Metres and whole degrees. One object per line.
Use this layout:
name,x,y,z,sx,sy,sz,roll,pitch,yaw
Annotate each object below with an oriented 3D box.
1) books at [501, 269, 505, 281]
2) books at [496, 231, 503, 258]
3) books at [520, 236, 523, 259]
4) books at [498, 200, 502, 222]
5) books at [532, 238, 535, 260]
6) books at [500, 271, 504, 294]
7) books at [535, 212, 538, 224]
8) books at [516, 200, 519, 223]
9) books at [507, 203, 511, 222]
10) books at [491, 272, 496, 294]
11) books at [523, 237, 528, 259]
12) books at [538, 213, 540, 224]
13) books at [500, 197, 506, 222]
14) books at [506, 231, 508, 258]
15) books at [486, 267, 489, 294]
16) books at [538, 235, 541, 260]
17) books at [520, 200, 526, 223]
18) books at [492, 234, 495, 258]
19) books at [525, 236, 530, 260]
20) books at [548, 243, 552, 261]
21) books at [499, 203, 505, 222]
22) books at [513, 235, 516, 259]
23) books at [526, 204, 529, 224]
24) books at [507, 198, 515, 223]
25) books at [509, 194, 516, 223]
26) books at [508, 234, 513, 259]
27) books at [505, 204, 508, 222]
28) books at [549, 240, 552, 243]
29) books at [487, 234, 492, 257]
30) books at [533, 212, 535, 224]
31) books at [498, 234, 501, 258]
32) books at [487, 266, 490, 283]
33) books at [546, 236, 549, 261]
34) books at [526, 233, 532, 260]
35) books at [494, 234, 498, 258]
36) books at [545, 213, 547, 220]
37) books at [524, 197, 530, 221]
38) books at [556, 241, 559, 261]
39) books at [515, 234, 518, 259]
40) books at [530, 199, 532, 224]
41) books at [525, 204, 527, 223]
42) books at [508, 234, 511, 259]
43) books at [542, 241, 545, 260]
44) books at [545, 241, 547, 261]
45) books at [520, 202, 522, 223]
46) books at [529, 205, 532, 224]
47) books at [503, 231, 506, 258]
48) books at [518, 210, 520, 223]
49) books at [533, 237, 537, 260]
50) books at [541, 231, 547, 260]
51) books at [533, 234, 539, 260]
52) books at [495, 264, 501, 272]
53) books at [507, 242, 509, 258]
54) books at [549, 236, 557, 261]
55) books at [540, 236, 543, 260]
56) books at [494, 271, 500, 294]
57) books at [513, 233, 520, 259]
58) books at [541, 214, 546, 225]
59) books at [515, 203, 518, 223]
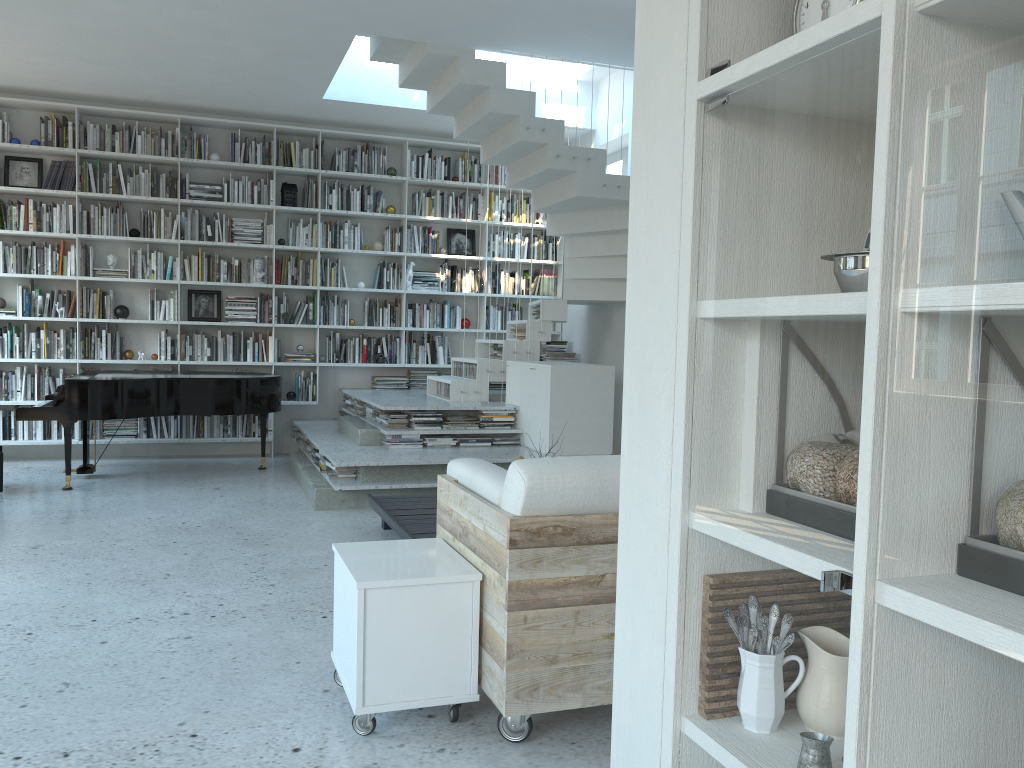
books,-0.108,-1.066,9.312,0.022,0.266,0.157,0,4,-19
books,-0.134,-1.443,9.254,0.014,0.286,0.185,0,4,-19
books,0.085,-1.427,9.365,0.012,0.254,0.160,0,4,-19
books,-0.155,-1.775,9.157,0.049,0.224,0.161,0,4,-19
books,0.197,-1.418,9.411,0.028,0.237,0.145,0,4,-19
books,-0.127,-1.055,9.294,0.026,0.246,0.180,0,4,-19
books,0.239,-1.795,9.371,0.022,0.261,0.160,0,4,-19
books,0.033,-1.783,9.235,0.022,0.242,0.144,0,4,-19
books,-0.046,-1.769,9.213,0.025,0.212,0.134,0,4,-19
books,-0.213,-1.053,9.294,0.066,0.237,0.144,0,4,-19
books,0.119,-1.421,9.355,0.045,0.245,0.177,0,4,-19
books,0.268,-1.808,9.392,0.023,0.287,0.162,0,4,-19
books,-0.101,-1.795,9.184,0.023,0.264,0.158,0,4,-19
books,-0.080,-1.447,9.288,0.012,0.293,0.165,0,4,-19
books,-0.275,-1.072,9.245,0.025,0.277,0.160,0,4,-19
books,0.260,-1.436,9.408,0.013,0.277,0.187,0,4,-19
books,0.083,-1.783,9.266,0.042,0.242,0.247,0,4,-19
books,-0.221,-1.427,9.257,0.026,0.250,0.160,0,4,-19
books,0.149,-1.428,9.372,0.023,0.258,0.183,0,4,-19
books,0.378,-1.395,9.448,0.029,0.195,0.192,0,4,-19
books,-0.119,-1.759,9.164,0.024,0.194,0.189,0,4,-19
books,-0.002,-1.429,9.316,0.024,0.259,0.156,0,4,-19
books,0.139,-1.775,9.337,0.023,0.220,0.171,0,4,-19
books,-0.016,-1.788,9.202,0.023,0.254,0.189,0,4,-19
books,0.004,-1.810,9.212,0.022,0.297,0.152,0,4,-19
books,-0.029,-1.436,9.317,0.025,0.271,0.152,0,4,-19
books,-0.087,-1.765,9.235,0.038,0.199,0.170,0,4,-19
books,0.392,-1.414,9.488,0.024,0.230,0.130,0,4,-19
books,-0.235,-1.428,9.238,0.012,0.254,0.160,0,4,-19
books,0.205,-1.757,9.383,0.034,0.183,0.156,0,4,-19
books,-0.158,-1.429,9.261,0.026,0.256,0.173,0,4,-19
books,-0.264,-1.081,9.265,0.010,0.293,0.164,0,4,-19
books,0.355,-1.440,9.454,0.013,0.283,0.149,0,4,-19
books,0.174,-1.446,9.400,0.024,0.292,0.132,0,4,-19
books,-0.189,-1.424,9.239,0.023,0.248,0.182,0,4,-19
books,0.357,-1.770,9.419,0.023,0.214,0.180,0,4,-19
books,0.154,-1.813,9.348,0.010,0.295,0.165,0,4,-19
books,0.458,-1.406,9.482,0.021,0.219,0.184,0,4,-19
books,0.020,-1.431,9.321,0.022,0.263,0.172,0,4,-19
books,0.178,-1.806,9.370,0.024,0.281,0.153,0,4,-19
books,0.112,-1.775,9.344,0.024,0.217,0.167,0,4,-19
books,-0.044,-1.430,9.302,0.013,0.260,0.158,0,4,-19
books,0.306,-1.403,9.422,0.025,0.212,0.188,0,4,-19
books,0.326,-1.408,9.438,0.025,0.220,0.177,0,4,-19
books,0.064,-1.773,9.236,0.013,0.222,0.174,0,4,-19
books,0.168,-1.771,9.342,0.013,0.213,0.186,0,4,-19
books,-0.100,-1.450,9.293,0.022,0.297,0.162,0,4,-19
books,0.049,-1.781,9.241,0.012,0.238,0.165,0,4,-19
books,0.226,-1.425,9.410,0.025,0.253,0.160,0,4,-19
books,0.340,-1.464,9.456,0.013,0.330,0.140,0,4,-19
books,0.247,-1.440,9.407,0.012,0.283,0.151,0,4,-19
books,-0.151,-1.095,9.303,0.012,0.322,0.141,0,4,-19
books,-0.068,-1.391,9.311,0.027,0.179,0.156,0,4,-19
books,0.430,-1.443,9.467,0.042,0.292,0.186,0,4,-19
books,0.281,-1.432,9.412,0.028,0.268,0.173,0,4,-19
books,-0.162,-1.054,9.283,0.022,0.243,0.170,0,4,-19
books,0.044,-1.441,9.334,0.030,0.284,0.166,0,4,-19
books,0.313,-1.791,9.405,0.070,0.254,0.154,0,4,-19
books,0.018,-1.765,9.225,0.014,0.206,0.184,0,4,-19
